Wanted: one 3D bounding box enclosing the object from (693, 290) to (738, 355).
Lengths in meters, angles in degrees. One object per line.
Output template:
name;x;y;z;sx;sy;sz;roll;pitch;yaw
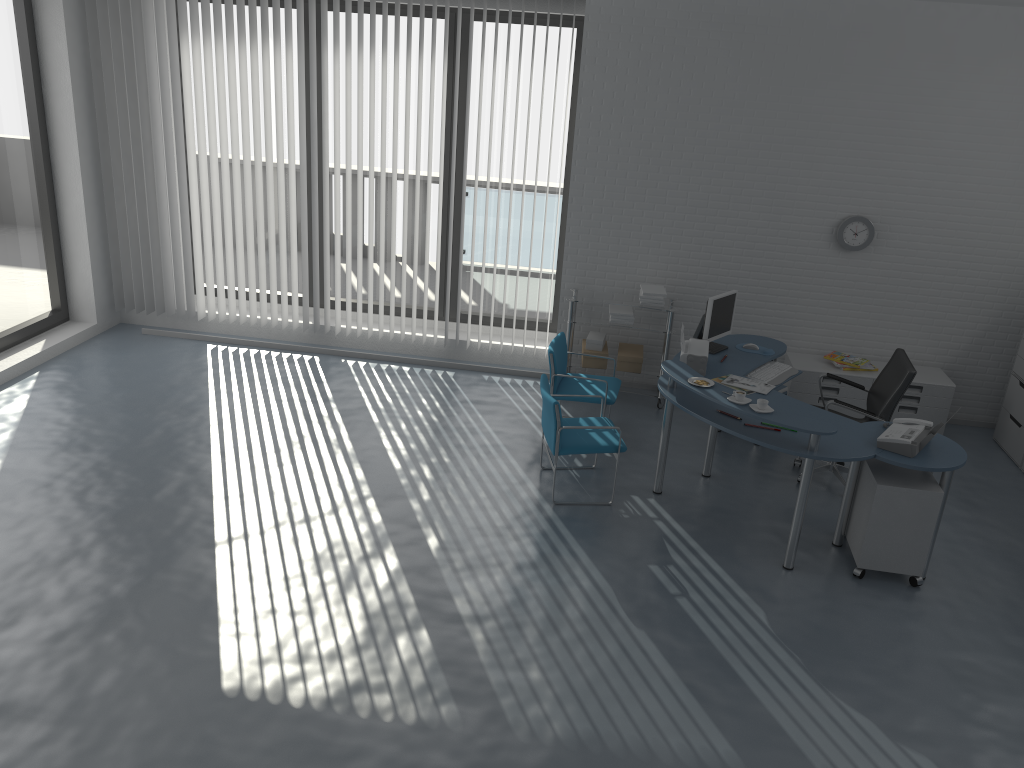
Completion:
object;1.437;-0.455;6.357;0.212;0.417;0.365;21;27;37

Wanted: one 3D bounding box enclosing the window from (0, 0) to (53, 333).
window;-4.214;-1.380;6.188;0.008;2.691;2.824;6;21;6

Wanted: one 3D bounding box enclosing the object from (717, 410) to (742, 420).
object;1.283;0.181;5.247;0.013;0.013;0.178;-16;29;-41

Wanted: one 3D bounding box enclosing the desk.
desk;1.616;0.340;5.774;1.402;0.900;2.282;-3;22;-17

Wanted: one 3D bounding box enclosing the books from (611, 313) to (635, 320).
books;0.907;-0.578;7.255;0.190;0.015;0.270;6;21;5

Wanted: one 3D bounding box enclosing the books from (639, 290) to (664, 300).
books;1.129;-0.728;7.151;0.190;0.015;0.270;7;21;8

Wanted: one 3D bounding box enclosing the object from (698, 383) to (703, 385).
object;1.126;-0.003;5.292;0.027;0.005;0.025;-1;22;-13

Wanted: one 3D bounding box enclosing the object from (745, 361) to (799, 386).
object;1.802;-0.084;6.196;0.276;0.028;0.478;19;26;35

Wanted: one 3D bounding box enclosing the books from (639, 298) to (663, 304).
books;1.125;-0.701;7.163;0.190;0.015;0.270;7;21;8

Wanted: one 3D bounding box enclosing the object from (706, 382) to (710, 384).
object;1.169;-0.007;5.323;0.025;0.005;0.027;-6;23;-24

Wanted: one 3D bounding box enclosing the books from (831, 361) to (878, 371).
books;2.752;-0.151;7.130;0.300;0.020;0.210;1;21;-8

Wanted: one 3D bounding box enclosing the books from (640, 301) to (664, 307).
books;1.132;-0.673;7.176;0.190;0.015;0.270;6;21;6

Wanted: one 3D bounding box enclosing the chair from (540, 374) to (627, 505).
chair;0.436;0.351;5.800;0.543;0.707;0.542;1;21;-8

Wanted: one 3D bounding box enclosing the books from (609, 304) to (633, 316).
books;0.890;-0.606;7.240;0.190;0.015;0.270;5;21;3

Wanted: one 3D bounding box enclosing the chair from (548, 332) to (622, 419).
chair;0.523;0.043;6.610;0.543;0.707;0.542;8;22;11

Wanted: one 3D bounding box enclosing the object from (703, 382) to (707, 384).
object;1.154;-0.005;5.305;0.025;0.005;0.027;3;21;-2

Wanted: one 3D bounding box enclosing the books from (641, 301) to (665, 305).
books;1.133;-0.687;7.171;0.190;0.015;0.270;5;21;3

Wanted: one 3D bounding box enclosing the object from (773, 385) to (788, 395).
object;1.868;0.175;6.907;0.471;0.422;0.199;22;27;38

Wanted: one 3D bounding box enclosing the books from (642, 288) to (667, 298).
books;1.149;-0.745;7.157;0.190;0.015;0.270;6;21;6

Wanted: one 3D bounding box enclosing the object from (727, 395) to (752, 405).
object;1.305;0.093;5.089;0.119;0.016;0.119;-16;29;-42

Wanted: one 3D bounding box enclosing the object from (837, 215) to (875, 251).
object;2.706;-1.187;6.984;0.279;0.277;0.041;6;21;6

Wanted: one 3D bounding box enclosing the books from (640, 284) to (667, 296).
books;1.138;-0.757;7.144;0.190;0.015;0.270;5;21;1

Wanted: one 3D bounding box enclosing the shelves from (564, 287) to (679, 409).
shelves;0.875;-0.298;7.358;0.896;0.848;0.441;7;21;7

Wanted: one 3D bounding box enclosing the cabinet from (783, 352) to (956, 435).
cabinet;2.847;0.097;7.204;1.259;0.484;0.447;6;21;6

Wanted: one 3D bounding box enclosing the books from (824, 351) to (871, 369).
books;2.691;-0.196;7.123;0.300;0.020;0.210;22;27;38

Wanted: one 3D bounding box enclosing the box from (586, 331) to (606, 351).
box;0.695;-0.355;7.338;0.139;0.090;0.234;8;22;11

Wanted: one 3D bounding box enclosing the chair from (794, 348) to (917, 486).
chair;2.292;0.234;6.104;0.652;0.948;0.584;8;22;11

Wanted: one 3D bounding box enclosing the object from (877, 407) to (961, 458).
object;2.271;0.209;4.985;0.399;0.280;0.405;19;26;34

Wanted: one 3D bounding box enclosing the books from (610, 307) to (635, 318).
books;0.908;-0.595;7.257;0.190;0.015;0.270;7;21;7

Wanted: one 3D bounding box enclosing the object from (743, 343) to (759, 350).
object;1.747;-0.277;6.474;0.115;0.035;0.054;10;22;15

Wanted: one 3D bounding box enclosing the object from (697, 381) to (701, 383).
object;1.124;-0.014;5.321;0.025;0.005;0.027;8;22;11

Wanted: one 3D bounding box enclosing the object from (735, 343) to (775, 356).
object;1.779;-0.266;6.476;0.285;0.026;0.213;11;22;18

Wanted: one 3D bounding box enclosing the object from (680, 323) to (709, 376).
object;1.226;-0.244;5.975;0.197;0.273;0.392;8;22;11

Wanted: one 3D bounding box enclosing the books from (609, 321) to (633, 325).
books;0.897;-0.538;7.274;0.190;0.015;0.270;6;21;5

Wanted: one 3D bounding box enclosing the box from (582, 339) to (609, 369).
box;0.688;-0.251;7.379;0.207;0.133;0.347;5;21;2

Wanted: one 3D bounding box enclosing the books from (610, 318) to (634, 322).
books;0.907;-0.566;7.266;0.190;0.015;0.270;7;21;6

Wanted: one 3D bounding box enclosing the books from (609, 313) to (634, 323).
books;0.898;-0.552;7.269;0.190;0.015;0.270;5;21;2

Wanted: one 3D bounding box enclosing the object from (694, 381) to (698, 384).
object;1.107;-0.009;5.317;0.027;0.005;0.025;23;28;40

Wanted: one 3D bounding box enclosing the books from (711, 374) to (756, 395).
books;1.471;0.002;5.756;0.200;0.005;0.300;-12;26;-36

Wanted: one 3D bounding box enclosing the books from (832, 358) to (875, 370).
books;2.724;-0.170;7.118;0.300;0.020;0.210;4;21;1

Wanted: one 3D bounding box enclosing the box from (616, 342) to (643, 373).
box;0.978;-0.218;7.347;0.207;0.133;0.347;6;21;6

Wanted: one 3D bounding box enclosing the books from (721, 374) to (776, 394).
books;1.535;0.004;5.758;0.300;0.010;0.200;16;24;29

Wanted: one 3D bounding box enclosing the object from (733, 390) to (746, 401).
object;1.306;0.068;5.088;0.062;0.049;0.078;3;21;-3

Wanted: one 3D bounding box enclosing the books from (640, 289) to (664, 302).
books;1.128;-0.716;7.163;0.190;0.015;0.270;6;21;6

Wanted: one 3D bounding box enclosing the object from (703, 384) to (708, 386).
object;1.156;0.004;5.293;0.027;0.005;0.025;2;21;-4

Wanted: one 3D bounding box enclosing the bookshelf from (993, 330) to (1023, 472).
bookshelf;4.022;0.334;5.877;0.521;1.141;2.294;6;21;6

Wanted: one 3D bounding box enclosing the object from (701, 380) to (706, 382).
object;1.153;-0.017;5.334;0.027;0.005;0.025;-11;26;-35

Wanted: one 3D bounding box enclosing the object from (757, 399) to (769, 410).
object;1.408;0.115;4.984;0.062;0.049;0.078;15;24;26

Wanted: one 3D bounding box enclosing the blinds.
blinds;-1.580;-1.844;7.528;4.001;2.955;0.158;6;21;6

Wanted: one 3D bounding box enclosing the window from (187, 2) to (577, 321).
window;-1.132;-1.943;7.951;3.635;2.562;0.008;6;21;6

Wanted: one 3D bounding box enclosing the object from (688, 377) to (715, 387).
object;1.133;-0.008;5.317;0.162;0.011;0.162;-13;27;-38

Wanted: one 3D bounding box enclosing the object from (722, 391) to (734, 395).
object;1.269;0.054;5.170;0.025;0.021;0.119;-11;26;-34

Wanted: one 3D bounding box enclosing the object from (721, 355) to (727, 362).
object;1.483;-0.177;6.208;0.013;0.013;0.178;13;23;23

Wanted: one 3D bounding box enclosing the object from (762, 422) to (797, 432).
object;1.547;0.249;5.126;0.200;0.010;0.011;13;23;23

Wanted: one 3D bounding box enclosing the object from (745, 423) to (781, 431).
object;1.444;0.250;5.104;0.200;0.010;0.011;10;22;15

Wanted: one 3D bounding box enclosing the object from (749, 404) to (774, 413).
object;1.403;0.139;4.987;0.119;0.016;0.119;-1;22;-14

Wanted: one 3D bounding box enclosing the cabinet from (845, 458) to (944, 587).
cabinet;2.204;0.766;5.192;0.383;0.605;0.559;7;21;8
